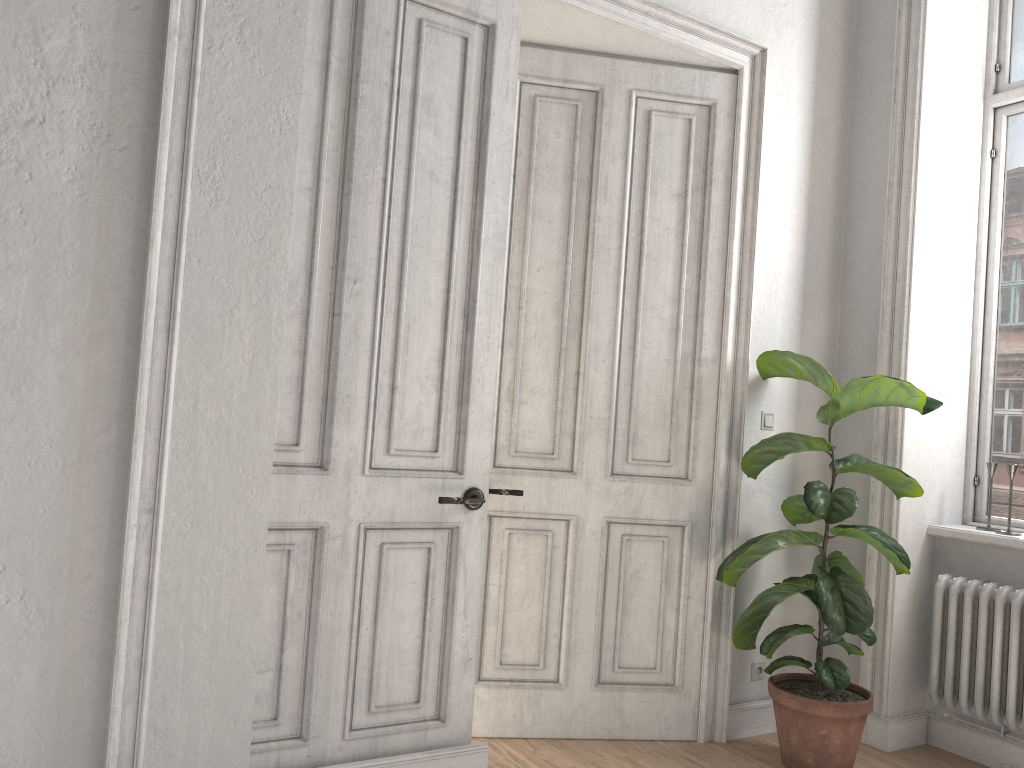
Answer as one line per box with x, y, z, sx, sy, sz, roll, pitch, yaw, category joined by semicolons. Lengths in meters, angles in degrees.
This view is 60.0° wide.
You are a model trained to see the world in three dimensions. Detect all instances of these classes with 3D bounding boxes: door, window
0.363;0.036;3.649;1.097;2.813;0.216;4;-2;-7;door
-0.534;-0.059;2.897;1.097;2.813;0.216;5;-2;-30;door
2.645;-0.825;3.318;0.013;2.842;1.622;5;-2;-32;window

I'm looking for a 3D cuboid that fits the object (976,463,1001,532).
2.048;0.482;3.797;0.095;0.289;0.095;4;-2;0;object

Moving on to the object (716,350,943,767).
2.380;0.561;1.217;0.792;1.842;5.827;5;-3;-27;object

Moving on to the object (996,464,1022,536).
2.061;0.478;3.667;0.095;0.289;0.095;4;-2;-9;object

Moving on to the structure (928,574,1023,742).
3.228;-0.682;1.579;0.340;4.472;5.181;5;-3;-32;structure
